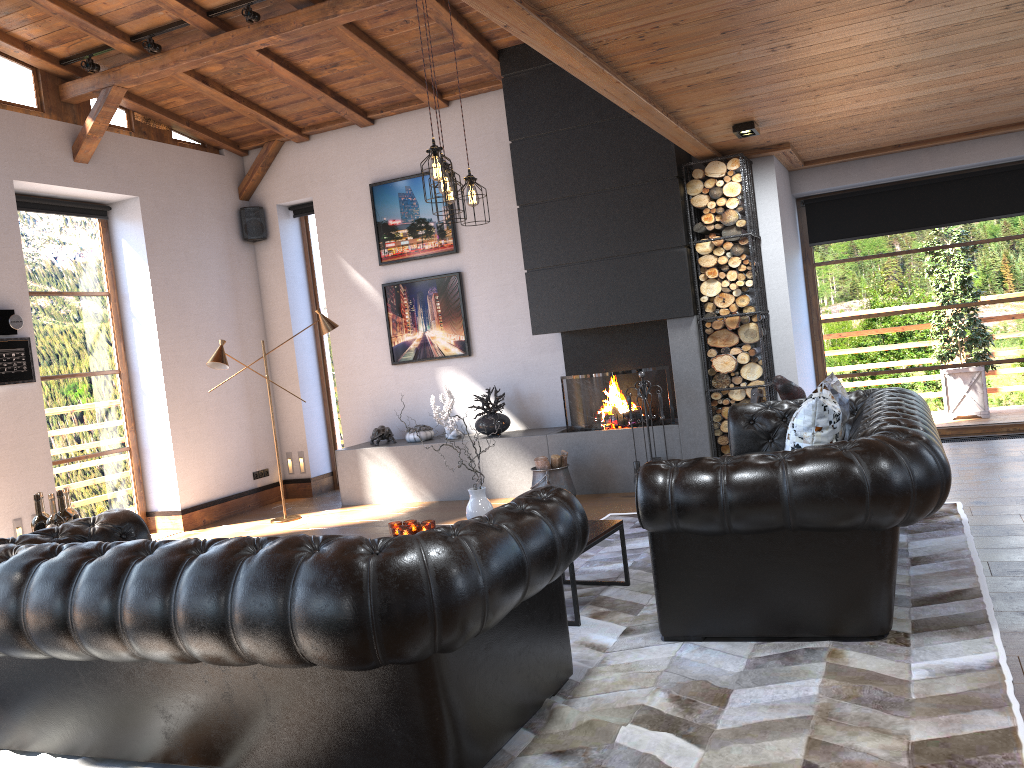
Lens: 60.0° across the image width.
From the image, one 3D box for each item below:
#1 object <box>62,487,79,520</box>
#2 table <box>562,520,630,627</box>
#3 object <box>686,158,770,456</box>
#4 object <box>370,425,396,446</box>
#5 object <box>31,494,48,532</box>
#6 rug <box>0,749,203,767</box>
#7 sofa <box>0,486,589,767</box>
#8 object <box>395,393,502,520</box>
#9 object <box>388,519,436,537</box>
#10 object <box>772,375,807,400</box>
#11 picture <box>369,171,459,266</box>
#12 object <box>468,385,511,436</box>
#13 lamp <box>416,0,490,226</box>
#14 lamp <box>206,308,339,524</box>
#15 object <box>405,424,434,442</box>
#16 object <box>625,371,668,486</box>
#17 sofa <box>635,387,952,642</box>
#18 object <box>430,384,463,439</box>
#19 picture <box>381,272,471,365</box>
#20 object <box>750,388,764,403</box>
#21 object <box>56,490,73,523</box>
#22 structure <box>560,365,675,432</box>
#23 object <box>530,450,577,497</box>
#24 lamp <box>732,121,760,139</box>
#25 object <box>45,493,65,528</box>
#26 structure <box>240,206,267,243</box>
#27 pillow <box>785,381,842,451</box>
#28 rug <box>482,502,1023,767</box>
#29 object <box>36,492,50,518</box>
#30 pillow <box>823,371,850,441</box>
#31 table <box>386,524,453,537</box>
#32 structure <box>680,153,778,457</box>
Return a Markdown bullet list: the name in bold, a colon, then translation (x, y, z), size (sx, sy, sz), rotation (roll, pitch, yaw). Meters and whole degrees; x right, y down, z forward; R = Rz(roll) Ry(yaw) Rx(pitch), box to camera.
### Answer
- **object**: translation (-2.257, 0.669, 4.519), size (0.086, 0.286, 0.088), rotation (-6, 2, 34)
- **table**: translation (0.275, 0.937, 4.485), size (0.396, 0.350, 0.657), rotation (-6, 3, 29)
- **object**: translation (1.827, -0.498, 7.281), size (0.489, 2.611, 0.471), rotation (-6, 2, 23)
- **object**: translation (-1.259, 0.495, 8.637), size (0.228, 0.183, 0.402), rotation (-8, 3, -22)
- **object**: translation (-2.322, 0.684, 4.368), size (0.088, 0.286, 0.086), rotation (-8, 2, -27)
- **rug**: translation (-2.317, 1.404, 4.492), size (3.772, 0.053, 2.456), rotation (-6, 3, 24)
- **sofa**: translation (-1.055, 0.907, 3.370), size (2.543, 0.838, 1.251), rotation (-6, 3, 23)
- **object**: translation (-0.240, 0.407, 4.668), size (0.401, 0.808, 0.627), rotation (-5, 3, 35)
- **object**: translation (-0.549, 0.802, 4.852), size (0.249, 0.081, 0.299), rotation (-8, 3, -28)
- **object**: translation (1.919, 0.088, 6.089), size (0.250, 0.319, 0.148), rotation (-8, 2, -26)
- **picture**: translation (-0.965, -1.616, 8.632), size (0.871, 0.816, 0.036), rotation (-6, 2, 23)
- **object**: translation (-0.194, 0.247, 8.163), size (0.338, 0.455, 0.337), rotation (-9, 3, -41)
- **lamp**: translation (-0.480, -2.069, 5.234), size (0.260, 2.201, 0.808), rotation (-6, 2, 15)
- **lamp**: translation (-2.137, 0.301, 8.027), size (0.521, 1.898, 1.339), rotation (-5, 3, 45)
- **object**: translation (-0.891, 0.469, 8.501), size (0.278, 0.160, 0.261), rotation (-6, 3, 26)
- **object**: translation (1.095, 0.400, 7.099), size (0.310, 1.017, 0.305), rotation (-8, 2, -21)
- **sofa**: translation (1.559, 0.541, 4.587), size (1.228, 0.838, 2.590), rotation (-6, 3, 23)
- **object**: translation (-0.619, 0.265, 8.271), size (0.260, 0.532, 0.426), rotation (-7, 2, -7)
- **picture**: translation (-0.846, -0.630, 8.664), size (0.871, 0.816, 0.036), rotation (-6, 2, 23)
- **object**: translation (1.897, 0.427, 6.978), size (0.267, 0.794, 0.264), rotation (-7, 2, 7)
- **object**: translation (-2.240, 0.672, 4.423), size (0.087, 0.286, 0.088), rotation (-7, 2, 1)
- **structure**: translation (0.869, 0.151, 7.584), size (0.973, 0.514, 0.185), rotation (-6, 2, 23)
- **object**: translation (0.327, 0.781, 7.354), size (0.389, 0.431, 0.379), rotation (-9, 3, -40)
- **lamp**: translation (1.663, -1.811, 6.294), size (0.154, 0.068, 0.263), rotation (-6, 3, 24)
- **object**: translation (-2.230, 0.675, 4.324), size (0.088, 0.286, 0.087), rotation (-7, 2, 1)
- **structure**: translation (-2.706, -1.671, 9.273), size (0.211, 0.349, 0.215), rotation (-6, 2, 24)
- **pillow**: translation (1.487, 0.245, 4.376), size (0.280, 0.469, 0.534), rotation (-6, 2, 27)
- **rug**: translation (0.966, 1.020, 4.290), size (2.409, 0.053, 4.084), rotation (-6, 3, 25)
- **object**: translation (-2.355, 0.684, 4.454), size (0.086, 0.286, 0.088), rotation (-5, 2, 36)
- **pillow**: translation (1.763, 0.185, 5.002), size (0.280, 0.469, 0.534), rotation (-6, 2, 27)
- **table**: translation (-0.531, 1.018, 4.842), size (0.396, 0.350, 0.656), rotation (-6, 3, 24)
- **structure**: translation (1.828, -0.504, 7.269), size (0.497, 2.616, 0.517), rotation (-6, 2, 24)
